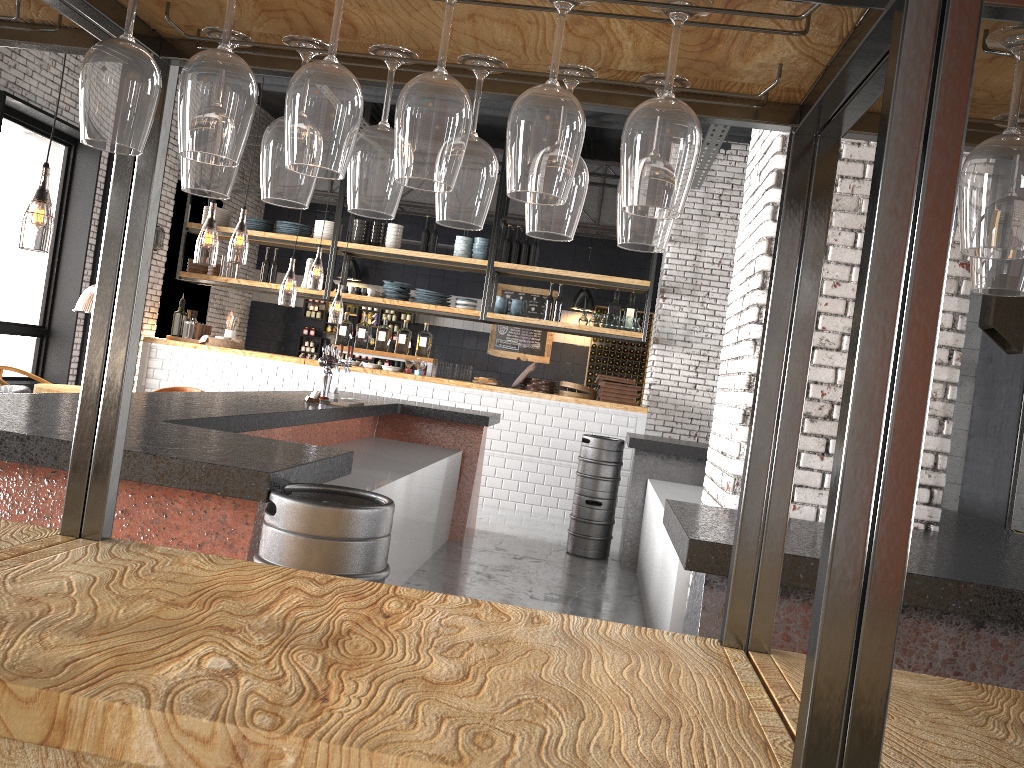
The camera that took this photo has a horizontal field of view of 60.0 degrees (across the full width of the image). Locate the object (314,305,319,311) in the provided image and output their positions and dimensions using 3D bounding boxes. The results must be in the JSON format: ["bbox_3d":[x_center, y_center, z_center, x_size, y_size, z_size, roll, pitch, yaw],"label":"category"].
[{"bbox_3d":[-3.057,-1.187,13.899,0.071,0.083,0.071,8,0,31],"label":"object"}]

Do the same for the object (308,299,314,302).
[{"bbox_3d":[-3.148,-1.339,13.933,0.081,0.113,0.071,8,0,7],"label":"object"}]

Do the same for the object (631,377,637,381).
[{"bbox_3d":[1.829,-0.060,13.263,0.079,0.079,0.280,8,0,6],"label":"object"}]

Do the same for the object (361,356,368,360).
[{"bbox_3d":[-2.295,-0.449,13.827,0.100,0.139,0.088,8,0,7],"label":"object"}]

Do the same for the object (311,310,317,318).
[{"bbox_3d":[-3.106,-1.096,13.902,0.076,0.111,0.076,8,0,26],"label":"object"}]

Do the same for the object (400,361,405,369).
[{"bbox_3d":[-1.687,-0.369,13.761,0.079,0.281,0.079,8,-1,10],"label":"object"}]

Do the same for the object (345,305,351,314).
[{"bbox_3d":[-2.549,-1.240,13.869,0.079,0.281,0.079,8,-1,10],"label":"object"}]

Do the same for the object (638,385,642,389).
[{"bbox_3d":[1.911,0.058,13.291,0.079,0.079,0.280,8,0,6],"label":"object"}]

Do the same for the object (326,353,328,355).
[{"bbox_3d":[-2.901,-0.432,13.866,0.076,0.111,0.076,8,0,-19],"label":"object"}]

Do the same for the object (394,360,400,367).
[{"bbox_3d":[-1.776,-0.382,13.767,0.079,0.281,0.079,8,-1,25],"label":"object"}]

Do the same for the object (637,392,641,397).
[{"bbox_3d":[1.895,0.162,13.274,0.079,0.079,0.280,8,0,6],"label":"object"}]

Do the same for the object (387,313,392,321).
[{"bbox_3d":[-1.900,-1.039,13.779,0.076,0.111,0.076,8,0,26],"label":"object"}]

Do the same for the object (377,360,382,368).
[{"bbox_3d":[-2.055,-0.312,13.778,0.076,0.111,0.076,8,0,-29],"label":"object"}]

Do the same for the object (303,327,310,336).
[{"bbox_3d":[-3.228,-0.831,13.931,0.100,0.139,0.088,8,0,7],"label":"object"}]

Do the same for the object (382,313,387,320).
[{"bbox_3d":[-1.981,-1.050,13.788,0.076,0.111,0.076,8,0,16],"label":"object"}]

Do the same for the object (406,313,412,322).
[{"bbox_3d":[-1.585,-1.103,13.769,0.079,0.281,0.079,8,-1,0],"label":"object"}]

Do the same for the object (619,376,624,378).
[{"bbox_3d":[1.647,-0.086,13.321,0.079,0.079,0.280,8,0,6],"label":"object"}]

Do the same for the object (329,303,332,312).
[{"bbox_3d":[-2.819,-1.192,13.876,0.079,0.156,0.079,8,0,36],"label":"object"}]

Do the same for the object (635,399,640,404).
[{"bbox_3d":[1.879,0.266,13.264,0.079,0.079,0.280,8,0,6],"label":"object"}]

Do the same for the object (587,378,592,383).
[{"bbox_3d":[1.165,-0.048,13.344,0.079,0.079,0.280,8,0,6],"label":"object"}]

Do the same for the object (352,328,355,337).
[{"bbox_3d":[-2.510,-0.810,13.858,0.100,0.139,0.088,8,0,7],"label":"object"}]

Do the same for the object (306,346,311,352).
[{"bbox_3d":[-3.187,-0.547,13.896,0.070,0.083,0.071,8,0,-4],"label":"object"}]

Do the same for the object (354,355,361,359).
[{"bbox_3d":[-2.402,-0.465,13.838,0.100,0.139,0.088,8,0,7],"label":"object"}]

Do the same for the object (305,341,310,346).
[{"bbox_3d":[-3.208,-0.634,13.905,0.071,0.083,0.071,8,0,31],"label":"object"}]

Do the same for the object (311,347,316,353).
[{"bbox_3d":[-3.106,-0.536,13.887,0.071,0.083,0.071,8,0,31],"label":"object"}]

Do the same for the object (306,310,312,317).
[{"bbox_3d":[-3.188,-1.107,13.911,0.076,0.111,0.076,8,0,16],"label":"object"}]

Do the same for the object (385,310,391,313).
[{"bbox_3d":[-1.925,-1.154,13.786,0.076,0.111,0.076,8,0,-19],"label":"object"}]

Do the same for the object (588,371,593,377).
[{"bbox_3d":[1.182,-0.152,13.369,0.079,0.079,0.280,8,0,6],"label":"object"}]

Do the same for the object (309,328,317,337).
[{"bbox_3d":[-3.121,-0.816,13.919,0.100,0.139,0.088,8,0,7],"label":"object"}]

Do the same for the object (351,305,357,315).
[{"bbox_3d":[-2.457,-1.227,13.859,0.079,0.281,0.079,8,-1,-15],"label":"object"}]

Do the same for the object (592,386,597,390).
[{"bbox_3d":[1.246,0.070,13.362,0.079,0.079,0.280,8,0,6],"label":"object"}]

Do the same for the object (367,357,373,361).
[{"bbox_3d":[-2.194,-0.435,13.817,0.100,0.139,0.088,8,0,7],"label":"object"}]

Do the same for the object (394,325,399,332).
[{"bbox_3d":[-1.793,-0.865,13.765,0.076,0.111,0.076,8,0,-29],"label":"object"}]

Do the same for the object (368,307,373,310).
[{"bbox_3d":[-2.196,-1.226,13.814,0.079,0.156,0.079,8,-1,41],"label":"object"}]

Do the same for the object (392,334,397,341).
[{"bbox_3d":[-1.810,-0.721,13.783,0.081,0.113,0.071,8,0,5],"label":"object"}]

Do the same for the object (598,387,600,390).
[{"bbox_3d":[1.337,0.083,13.332,0.079,0.079,0.280,8,0,6],"label":"object"}]

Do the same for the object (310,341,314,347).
[{"bbox_3d":[-3.133,-0.623,13.891,0.070,0.083,0.071,8,0,-44],"label":"object"}]

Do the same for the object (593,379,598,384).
[{"bbox_3d":[1.256,-0.035,13.320,0.079,0.079,0.280,8,0,6],"label":"object"}]

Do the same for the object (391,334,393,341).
[{"bbox_3d":[-1.892,-0.732,13.792,0.081,0.113,0.071,8,0,5],"label":"object"}]

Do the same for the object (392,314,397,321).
[{"bbox_3d":[-1.818,-1.027,13.773,0.076,0.111,0.076,8,0,1],"label":"object"}]

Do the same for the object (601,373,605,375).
[{"bbox_3d":[1.366,-0.126,13.334,0.079,0.079,0.280,8,0,6],"label":"object"}]

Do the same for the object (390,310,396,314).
[{"bbox_3d":[-1.844,-1.143,13.779,0.076,0.111,0.076,8,0,11],"label":"object"}]

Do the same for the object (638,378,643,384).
[{"bbox_3d":[1.924,-0.046,13.277,0.079,0.079,0.280,8,0,6],"label":"object"}]

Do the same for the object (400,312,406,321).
[{"bbox_3d":[-1.677,-1.116,13.779,0.079,0.281,0.079,8,-1,-20],"label":"object"}]

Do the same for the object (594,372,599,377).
[{"bbox_3d":[1.271,-0.139,13.325,0.079,0.079,0.280,8,0,6],"label":"object"}]

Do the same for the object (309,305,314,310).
[{"bbox_3d":[-3.138,-1.198,13.907,0.070,0.083,0.071,8,0,-4],"label":"object"}]

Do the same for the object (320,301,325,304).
[{"bbox_3d":[-2.963,-1.313,13.914,0.081,0.113,0.071,8,0,7],"label":"object"}]

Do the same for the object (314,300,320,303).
[{"bbox_3d":[-3.052,-1.325,13.923,0.081,0.113,0.071,8,0,7],"label":"object"}]

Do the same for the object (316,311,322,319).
[{"bbox_3d":[-3.025,-1.084,13.895,0.076,0.111,0.076,8,0,1],"label":"object"}]

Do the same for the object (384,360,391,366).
[{"bbox_3d":[-1.940,-0.310,13.788,0.100,0.139,0.088,8,0,7],"label":"object"}]

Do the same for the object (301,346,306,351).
[{"bbox_3d":[-3.265,-0.558,13.904,0.071,0.083,0.071,8,0,16],"label":"object"}]

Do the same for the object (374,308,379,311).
[{"bbox_3d":[-2.102,-1.213,13.804,0.079,0.156,0.079,8,0,-9],"label":"object"}]

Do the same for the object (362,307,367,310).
[{"bbox_3d":[-2.290,-1.239,13.824,0.079,0.156,0.079,8,0,16],"label":"object"}]

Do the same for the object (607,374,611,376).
[{"bbox_3d":[1.461,-0.112,13.345,0.079,0.079,0.280,8,0,6],"label":"object"}]

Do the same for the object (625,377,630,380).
[{"bbox_3d":[1.739,-0.073,13.296,0.079,0.079,0.280,8,0,6],"label":"object"}]

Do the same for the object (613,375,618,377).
[{"bbox_3d":[1.553,-0.099,13.315,0.079,0.079,0.280,8,0,6],"label":"object"}]

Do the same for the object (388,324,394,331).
[{"bbox_3d":[-1.883,-0.878,13.774,0.076,0.111,0.076,8,0,-19],"label":"object"}]
